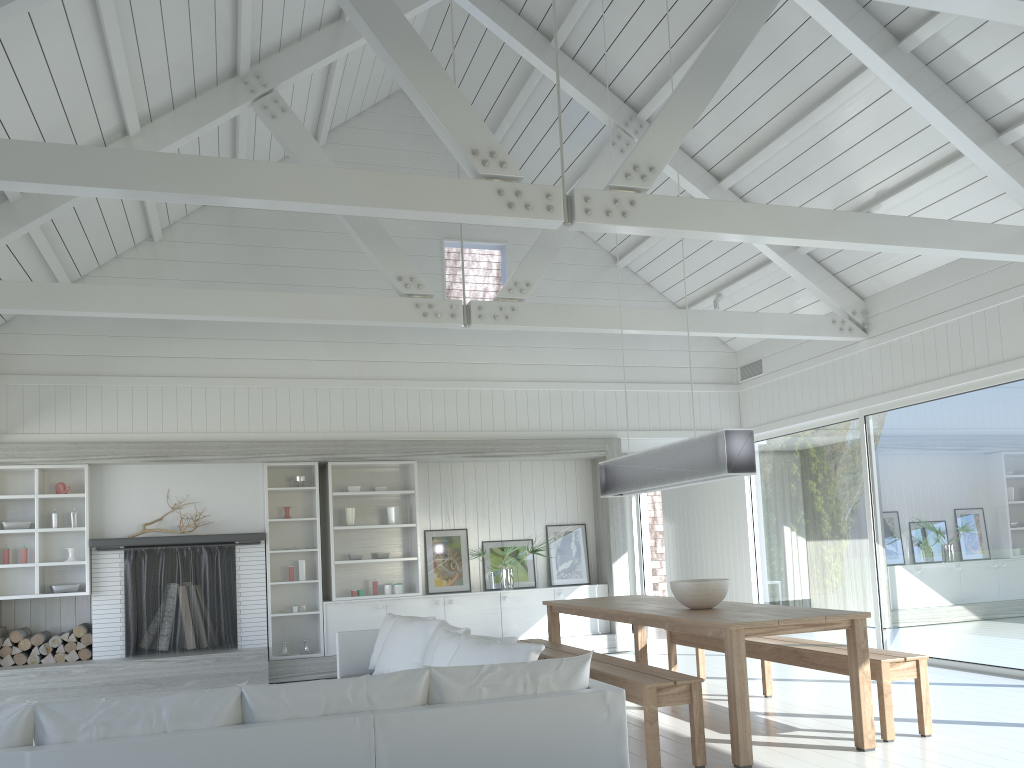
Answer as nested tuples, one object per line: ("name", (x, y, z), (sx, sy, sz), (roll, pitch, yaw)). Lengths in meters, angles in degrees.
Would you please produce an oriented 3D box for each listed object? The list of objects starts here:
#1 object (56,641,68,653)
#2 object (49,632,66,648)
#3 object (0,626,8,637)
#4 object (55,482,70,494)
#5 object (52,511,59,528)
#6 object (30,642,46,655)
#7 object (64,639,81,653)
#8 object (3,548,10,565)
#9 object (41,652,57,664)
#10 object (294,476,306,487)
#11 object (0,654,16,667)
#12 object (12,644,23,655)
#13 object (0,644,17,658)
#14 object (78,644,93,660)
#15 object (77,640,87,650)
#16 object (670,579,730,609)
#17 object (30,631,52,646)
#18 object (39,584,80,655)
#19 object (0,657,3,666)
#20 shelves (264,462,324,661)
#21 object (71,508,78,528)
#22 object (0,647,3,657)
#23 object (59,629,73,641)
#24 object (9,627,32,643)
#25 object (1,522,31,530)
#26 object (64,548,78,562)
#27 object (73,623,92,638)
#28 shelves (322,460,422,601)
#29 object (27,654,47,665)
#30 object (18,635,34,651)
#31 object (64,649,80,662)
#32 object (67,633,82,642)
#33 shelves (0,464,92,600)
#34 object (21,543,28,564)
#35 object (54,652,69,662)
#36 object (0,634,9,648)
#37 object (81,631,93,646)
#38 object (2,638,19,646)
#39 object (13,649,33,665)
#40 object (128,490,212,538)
("object", (-4.323, 2.534, 8.510), (0.080, 0.079, 0.484), (0, -11, -19))
("object", (-4.374, 2.469, 8.513), (0.109, 0.108, 0.500), (0, -11, -19))
("object", (-4.864, 2.351, 8.353), (0.080, 0.079, 0.484), (0, -11, -19))
("object", (-4.315, 1.003, 8.452), (0.232, 0.126, 0.059), (-7, -7, 27))
("object", (-4.363, 1.285, 8.420), (0.054, 0.194, 0.055), (-1, -5, -17))
("object", (-4.526, 2.531, 8.445), (0.080, 0.079, 0.484), (0, -11, -19))
("object", (-4.246, 2.533, 8.549), (0.109, 0.108, 0.500), (0, -11, -19))
("object", (-4.745, 1.596, 8.268), (0.054, 0.194, 0.055), (-1, -5, -17))
("object", (-4.420, 2.641, 8.500), (0.134, 0.145, 0.555), (0, -10, -18))
("object", (-2.214, 1.028, 9.215), (0.161, 0.123, 0.163), (-5, -9, 14))
("object", (-4.749, 2.619, 8.395), (0.134, 0.145, 0.555), (0, -10, -18))
("object", (-4.673, 2.518, 8.405), (0.080, 0.079, 0.484), (0, -11, -19))
("object", (-4.763, 2.527, 8.382), (0.109, 0.108, 0.500), (0, -11, -19))
("object", (-4.129, 2.608, 8.580), (0.110, 0.110, 0.500), (0, -11, -19))
("object", (-4.156, 2.524, 8.572), (0.080, 0.079, 0.484), (0, -11, -19))
("object", (1.240, 1.385, 5.799), (0.389, 0.183, 0.394), (2, -11, -27))
("object", (-4.521, 2.441, 8.468), (0.109, 0.108, 0.500), (0, -11, -19))
("object", (-4.382, 2.261, 8.492), (0.341, 0.637, 0.618), (1, -8, -33))
("object", (-4.843, 2.622, 8.356), (0.108, 0.105, 0.521), (0, -11, -19))
("shelves", (-2.315, 1.850, 9.281), (0.540, 1.982, 0.611), (-1, -5, -18))
("object", (-4.205, 1.287, 8.471), (0.054, 0.194, 0.055), (-1, -5, -17))
("object", (-4.840, 2.528, 8.343), (0.080, 0.079, 0.484), (0, -11, -19))
("object", (-4.296, 2.429, 8.529), (0.086, 0.090, 0.485), (0, -11, -19))
("object", (-4.689, 2.396, 8.419), (0.110, 0.110, 0.500), (0, -11, -19))
("object", (-4.684, 1.345, 8.327), (0.242, 0.072, 0.245), (4, -12, -32))
("object", (-4.213, 1.634, 8.433), (0.137, 0.129, 0.138), (2, -9, -30))
("object", (-4.180, 2.396, 8.584), (0.110, 0.110, 0.500), (0, -11, -19))
("shelves", (-1.526, 1.586, 9.561), (0.938, 1.430, 0.611), (-1, -6, -18))
("object", (-4.541, 2.606, 8.455), (0.105, 0.114, 0.523), (0, -11, -19))
("object", (-4.618, 2.474, 8.434), (0.109, 0.108, 0.500), (0, -11, -19))
("object", (-4.232, 2.625, 8.562), (0.134, 0.145, 0.555), (0, -10, -18))
("object", (-4.235, 2.441, 8.547), (0.080, 0.079, 0.484), (0, -11, -19))
("shelves", (-4.503, 1.422, 8.477), (0.865, 1.228, 0.554), (-1, -6, -18))
("object", (-4.601, 1.598, 8.314), (0.054, 0.194, 0.055), (-1, -5, -17))
("object", (-4.326, 2.628, 8.523), (0.108, 0.105, 0.521), (0, -11, -19))
("object", (-4.847, 2.442, 8.363), (0.109, 0.108, 0.500), (0, -11, -19))
("object", (-4.115, 2.475, 8.597), (0.109, 0.108, 0.500), (0, -11, -19))
("object", (-4.752, 2.435, 8.381), (0.080, 0.079, 0.484), (0, -11, -19))
("object", (-4.646, 2.602, 8.413), (0.110, 0.110, 0.500), (0, -11, -19))
("object", (-3.274, 1.252, 8.627), (0.460, 0.497, 0.786), (-9, -11, 41))
